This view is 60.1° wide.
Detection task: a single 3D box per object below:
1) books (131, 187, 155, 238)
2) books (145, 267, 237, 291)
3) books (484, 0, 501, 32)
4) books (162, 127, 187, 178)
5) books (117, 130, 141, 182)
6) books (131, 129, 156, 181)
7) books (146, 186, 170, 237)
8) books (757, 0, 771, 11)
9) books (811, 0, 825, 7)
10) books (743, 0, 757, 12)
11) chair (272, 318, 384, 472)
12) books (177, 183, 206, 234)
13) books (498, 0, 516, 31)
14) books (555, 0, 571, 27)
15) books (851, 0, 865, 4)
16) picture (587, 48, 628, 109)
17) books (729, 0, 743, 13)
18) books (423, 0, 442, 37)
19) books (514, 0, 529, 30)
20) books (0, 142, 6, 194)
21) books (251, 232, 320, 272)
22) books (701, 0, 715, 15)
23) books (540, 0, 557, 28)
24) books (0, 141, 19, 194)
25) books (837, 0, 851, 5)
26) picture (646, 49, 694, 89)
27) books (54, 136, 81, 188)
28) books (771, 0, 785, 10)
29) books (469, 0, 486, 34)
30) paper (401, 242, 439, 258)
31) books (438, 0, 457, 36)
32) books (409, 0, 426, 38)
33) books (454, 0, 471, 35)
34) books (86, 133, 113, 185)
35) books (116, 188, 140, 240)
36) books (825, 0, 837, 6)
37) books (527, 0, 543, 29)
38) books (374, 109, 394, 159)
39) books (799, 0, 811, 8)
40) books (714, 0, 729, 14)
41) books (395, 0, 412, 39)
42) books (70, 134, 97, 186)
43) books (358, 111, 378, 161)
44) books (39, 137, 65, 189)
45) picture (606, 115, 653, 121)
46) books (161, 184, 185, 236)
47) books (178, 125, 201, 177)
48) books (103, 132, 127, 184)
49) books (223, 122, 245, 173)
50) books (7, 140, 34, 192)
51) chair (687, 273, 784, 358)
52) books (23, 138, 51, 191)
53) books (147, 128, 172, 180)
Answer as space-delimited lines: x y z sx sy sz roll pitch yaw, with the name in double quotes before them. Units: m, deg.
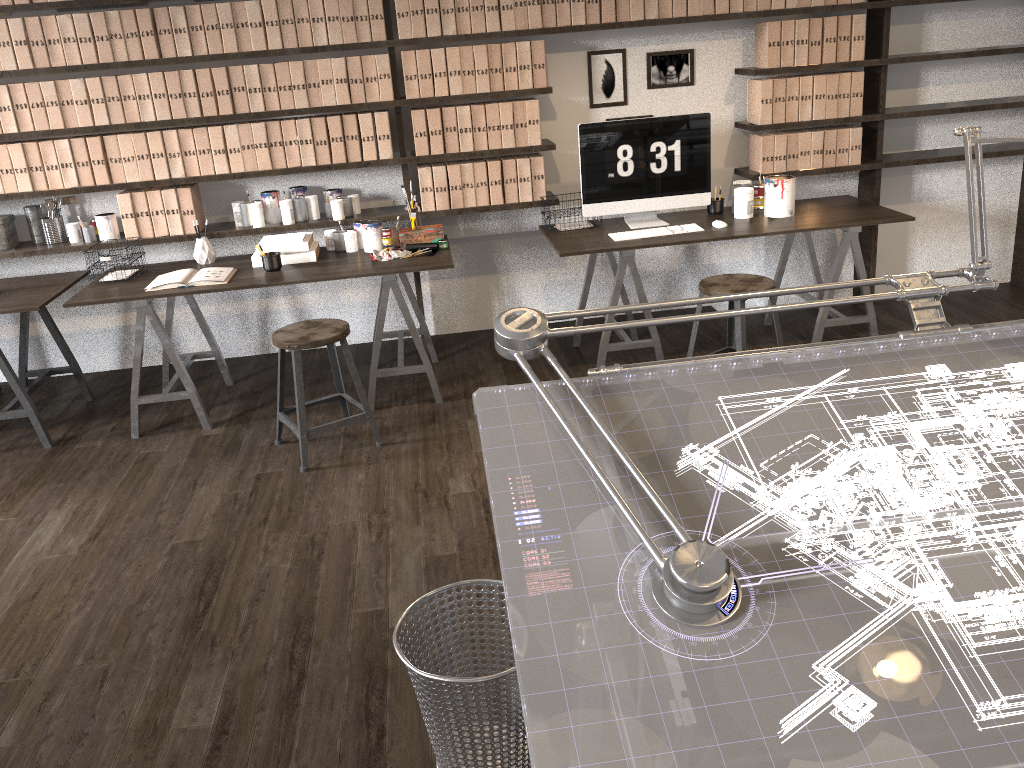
"books" -1.796 -0.847 4.366 0.067 0.222 0.177 -6 20 -5
"books" -1.443 -0.481 3.994 0.355 0.029 0.260 -6 21 -5
"books" -0.104 -1.807 4.254 0.067 0.222 0.177 -6 20 -5
"books" -1.617 -1.123 4.293 0.067 0.222 0.177 -6 20 -5
"books" -1.823 -1.099 4.276 0.067 0.222 0.177 -6 20 -5
"books" -1.760 -1.105 4.277 0.067 0.222 0.177 -6 20 -5
"books" -1.726 -0.855 4.372 0.067 0.222 0.177 -6 20 -5
"books" 1.214 -1.960 4.374 0.067 0.222 0.177 -6 20 -5
"books" 1.484 -1.989 4.393 0.067 0.222 0.177 -6 20 -5
"books" 1.145 -1.953 4.370 0.067 0.222 0.177 -6 20 -5
"chair" -0.805 0.024 3.711 0.374 0.519 0.362 -17 23 -30
"books" -1.586 -0.871 4.385 0.067 0.222 0.177 -6 20 -5
"books" -0.032 -1.816 4.262 0.067 0.222 0.177 -6 20 -5
"books" 0.233 -1.848 4.288 0.067 0.222 0.177 -6 20 -5
"books" 1.691 -2.013 4.414 0.067 0.222 0.177 -6 20 -5
"picture" 0.494 -1.582 4.589 0.201 0.280 0.022 -7 19 -6
"books" 1.076 -1.943 4.360 0.067 0.222 0.177 -6 20 -5
"books" -0.383 -1.775 4.227 0.067 0.222 0.177 -6 20 -5
"books" 0.030 -1.824 4.269 0.067 0.222 0.177 -6 20 -5
"books" -2.442 -1.028 4.220 0.067 0.222 0.177 -6 20 -5
"books" -1.075 -0.642 4.178 0.294 0.145 0.391 -6 21 -5
"books" 0.933 -1.926 4.344 0.067 0.222 0.177 -6 20 -5
"books" 0.163 -1.840 4.282 0.067 0.222 0.177 -6 20 -5
"books" -2.379 -1.036 4.227 0.067 0.222 0.177 -6 20 -5
"books" 1.621 -2.007 4.411 0.067 0.222 0.177 -6 20 -5
"picture" 0.824 -1.639 4.610 0.251 0.180 0.023 -6 19 -5
"books" -2.106 -1.066 4.249 0.067 0.222 0.177 -6 20 -5
"books" 1.284 -1.966 4.377 0.067 0.222 0.177 -6 20 -5
"books" -0.174 -1.801 4.251 0.067 0.222 0.177 -6 20 -5
"paper" -0.432 -0.631 4.151 0.155 0.037 0.140 -1 21 9
"books" -0.312 -1.784 4.237 0.067 0.222 0.177 -6 20 -5
"books" -0.455 -1.766 4.221 0.067 0.222 0.177 -6 20 -5
"books" -0.243 -1.793 4.247 0.067 0.222 0.177 -6 20 -5
"books" -1.961 -1.082 4.261 0.067 0.222 0.177 -6 20 -5
"books" -1.862 -0.837 4.355 0.067 0.222 0.177 -6 20 -5
"books" 1.551 -1.999 4.405 0.067 0.222 0.177 -6 20 -5
"books" 0.097 -1.830 4.270 0.067 0.222 0.177 -6 20 -5
"books" -0.632 -1.235 4.381 0.067 0.222 0.177 -6 20 -5
"books" 1.418 -1.983 4.392 0.067 0.222 0.177 -6 20 -5
"books" 1.005 -1.934 4.351 0.067 0.222 0.177 -6 20 -5
"books" -0.518 -1.761 4.220 0.067 0.222 0.177 -6 20 -5
"books" -2.036 -1.076 4.259 0.067 0.222 0.177 -6 20 -5
"books" -0.709 -1.226 4.372 0.067 0.222 0.177 -6 20 -5
"books" -2.176 -1.059 4.246 0.067 0.222 0.177 -6 20 -5
"picture" 0.623 -1.322 4.691 0.251 0.180 0.023 -6 19 -5
"books" -1.655 -0.861 4.375 0.067 0.222 0.177 -6 20 -5
"books" -1.549 -1.132 4.303 0.067 0.222 0.177 -6 20 -5
"books" -1.888 -1.093 4.272 0.067 0.222 0.177 -6 20 -5
"books" -1.338 -1.155 4.318 0.067 0.222 0.177 -6 20 -5
"books" -2.313 -1.042 4.229 0.067 0.222 0.177 -6 20 -5
"chair" 0.986 -0.191 3.895 0.361 0.519 0.375 -19 24 -34
"books" -2.247 -1.051 4.240 0.067 0.222 0.177 -6 20 -5
"books" -1.689 -1.113 4.284 0.067 0.222 0.177 -6 20 -5
